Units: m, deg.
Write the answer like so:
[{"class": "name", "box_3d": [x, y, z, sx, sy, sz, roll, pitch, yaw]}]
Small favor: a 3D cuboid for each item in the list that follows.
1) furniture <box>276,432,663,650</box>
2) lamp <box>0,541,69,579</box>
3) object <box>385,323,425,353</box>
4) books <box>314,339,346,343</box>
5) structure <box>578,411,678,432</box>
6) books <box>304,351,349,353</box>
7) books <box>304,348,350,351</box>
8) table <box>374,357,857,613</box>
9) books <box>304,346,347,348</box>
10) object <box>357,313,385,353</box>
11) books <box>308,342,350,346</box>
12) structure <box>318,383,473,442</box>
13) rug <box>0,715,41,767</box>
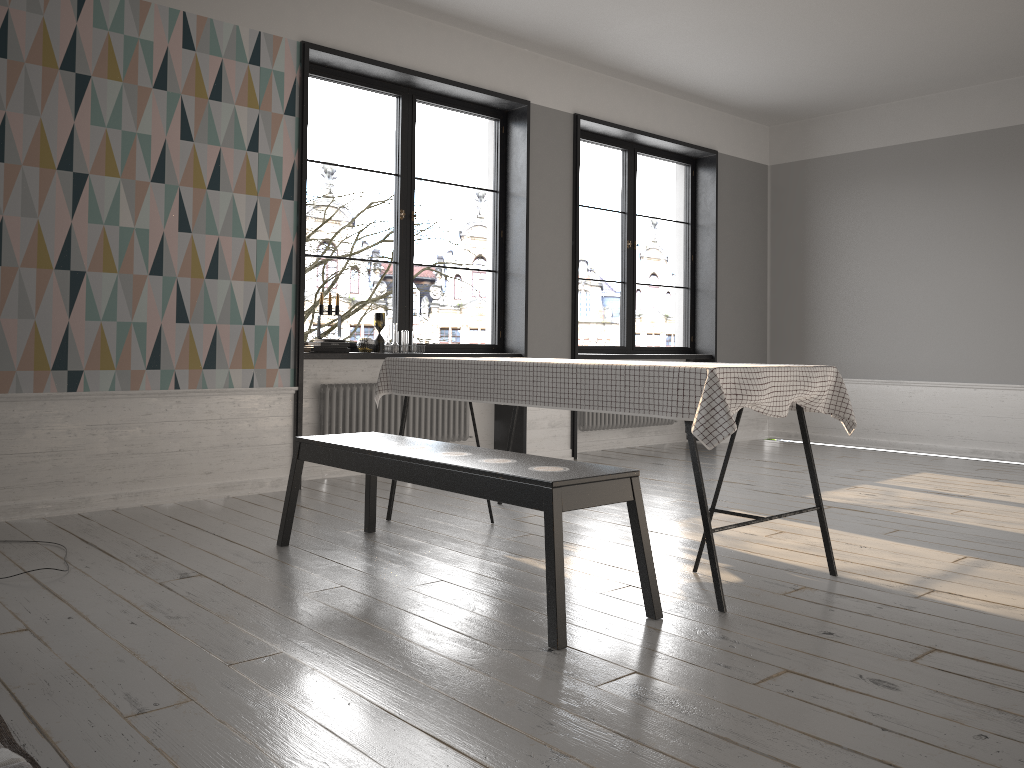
[{"class": "furniture", "box_3d": [-0.253, 0.475, 3.238, 0.465, 0.456, 1.670, 0, 2, -42]}, {"class": "lamp", "box_3d": [-2.192, -0.185, 3.538, 0.679, 1.704, 1.246, 2, -1, -44]}, {"class": "object", "box_3d": [-0.712, -0.298, 5.786, 0.268, 0.192, 0.153, 0, 1, -42]}, {"class": "books", "box_3d": [-1.115, -0.263, 5.412, 0.153, 0.017, 0.124, -1, 3, -40]}, {"class": "structure", "box_3d": [0.992, 0.157, 7.486, 1.222, 0.428, 0.149, -1, 1, -44]}, {"class": "books", "box_3d": [-1.150, -0.197, 5.391, 0.268, 0.011, 0.162, -1, 3, -39]}, {"class": "books", "box_3d": [-1.153, -0.212, 5.398, 0.271, 0.019, 0.184, -1, 3, -42]}, {"class": "table", "box_3d": [0.316, 0.293, 3.790, 0.931, 0.785, 2.026, 0, 2, -42]}, {"class": "books", "box_3d": [-1.143, -0.226, 5.401, 0.216, 0.011, 0.174, -1, 3, -36]}, {"class": "object", "box_3d": [-0.889, -0.326, 5.615, 0.194, 0.257, 0.115, 1, -1, -32]}, {"class": "books", "box_3d": [-1.121, -0.243, 5.412, 0.198, 0.022, 0.162, -1, 3, -41]}, {"class": "structure", "box_3d": [-0.755, 0.202, 5.924, 1.222, 0.428, 0.149, -1, 1, -44]}, {"class": "rug", "box_3d": [-1.884, 0.770, 0.907, 2.525, 0.034, 1.771, -1, 3, -42]}]
